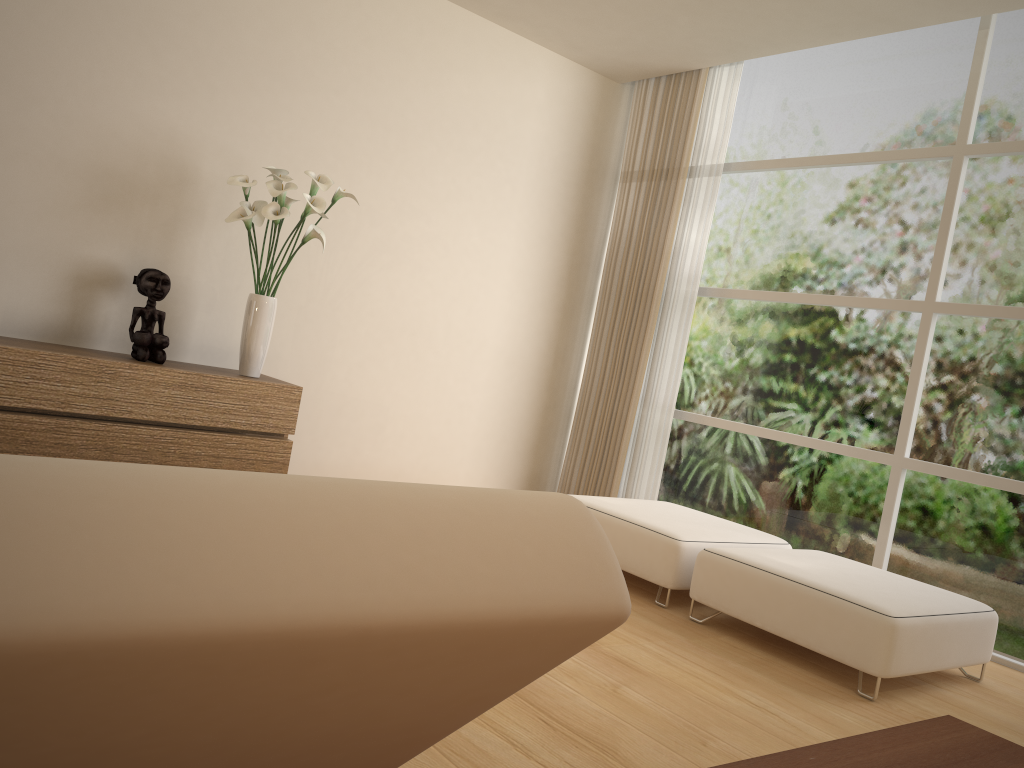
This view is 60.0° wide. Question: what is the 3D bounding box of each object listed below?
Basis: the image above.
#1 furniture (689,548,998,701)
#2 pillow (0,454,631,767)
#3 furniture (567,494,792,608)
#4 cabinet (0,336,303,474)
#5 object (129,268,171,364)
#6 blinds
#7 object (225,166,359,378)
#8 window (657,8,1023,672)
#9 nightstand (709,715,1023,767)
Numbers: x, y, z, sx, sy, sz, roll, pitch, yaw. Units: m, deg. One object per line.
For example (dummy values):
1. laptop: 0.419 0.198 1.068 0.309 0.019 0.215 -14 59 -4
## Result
1. furniture: 1.443 1.000 3.902 0.964 0.346 0.965 9 2 -38
2. pillow: -0.749 0.159 0.046 1.779 0.457 0.461 9 2 -39
3. furniture: 0.815 0.862 4.714 0.964 0.346 0.965 9 2 -38
4. cabinet: -2.744 0.064 3.627 3.713 0.662 0.588 9 2 -38
5. object: -1.765 -0.339 4.347 0.181 0.453 0.282 9 2 -38
6. blinds: 0.891 -0.688 6.085 0.211 3.352 0.950 9 2 -40
7. object: -1.176 -0.556 4.455 0.515 1.085 0.608 11 1 10
8. window: 2.247 -0.409 4.753 0.071 3.371 4.781 9 2 -38
9. nightstand: -0.794 0.585 0.009 4.220 0.539 0.493 9 2 -38
